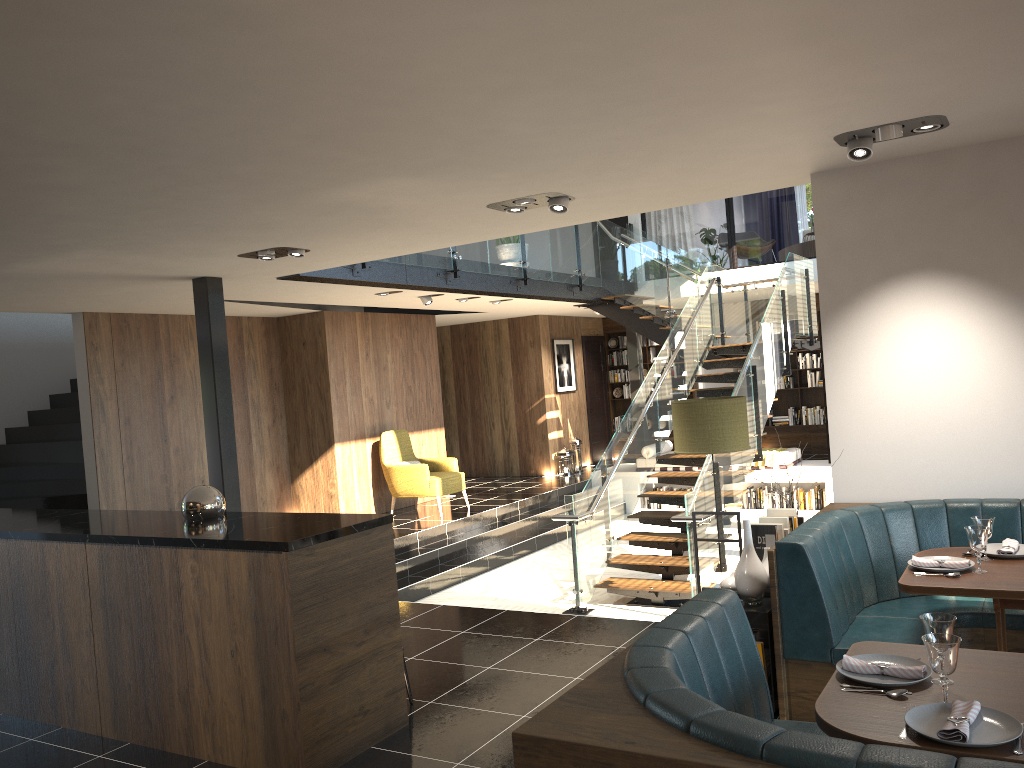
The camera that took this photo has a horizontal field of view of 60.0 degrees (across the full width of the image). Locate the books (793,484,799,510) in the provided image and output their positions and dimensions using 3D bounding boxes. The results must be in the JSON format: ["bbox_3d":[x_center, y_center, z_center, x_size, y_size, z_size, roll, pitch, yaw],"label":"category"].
[{"bbox_3d":[4.009,1.590,12.493,0.028,0.334,0.205,-4,1,31],"label":"books"}]

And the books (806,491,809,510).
[{"bbox_3d":[4.147,1.624,12.398,0.024,0.246,0.211,-4,1,31],"label":"books"}]

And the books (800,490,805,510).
[{"bbox_3d":[4.087,1.627,12.433,0.025,0.249,0.208,-4,1,31],"label":"books"}]

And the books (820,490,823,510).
[{"bbox_3d":[4.317,1.607,12.329,0.019,0.255,0.180,-4,1,31],"label":"books"}]

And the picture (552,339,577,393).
[{"bbox_3d":[0.919,-0.322,15.362,0.028,0.911,0.748,-4,1,31],"label":"picture"}]

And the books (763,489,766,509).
[{"bbox_3d":[3.644,1.650,12.730,0.027,0.270,0.187,-4,1,31],"label":"books"}]

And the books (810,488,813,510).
[{"bbox_3d":[4.207,1.600,12.398,0.039,0.284,0.199,-4,1,31],"label":"books"}]

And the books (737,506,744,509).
[{"bbox_3d":[3.268,1.802,12.989,0.257,0.024,0.167,-4,0,31],"label":"books"}]

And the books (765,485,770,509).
[{"bbox_3d":[3.676,1.620,12.732,0.029,0.326,0.152,-4,1,31],"label":"books"}]

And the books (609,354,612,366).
[{"bbox_3d":[1.890,-0.458,16.903,0.023,0.231,0.143,-4,1,31],"label":"books"}]

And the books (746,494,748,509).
[{"bbox_3d":[3.445,1.688,12.871,0.027,0.226,0.165,-4,1,31],"label":"books"}]

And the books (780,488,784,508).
[{"bbox_3d":[3.857,1.622,12.622,0.066,0.294,0.142,-4,1,31],"label":"books"}]

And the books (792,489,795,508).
[{"bbox_3d":[4.005,1.616,12.536,0.027,0.284,0.176,-4,1,31],"label":"books"}]

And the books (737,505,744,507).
[{"bbox_3d":[3.266,1.779,12.988,0.261,0.024,0.167,-4,0,28],"label":"books"}]

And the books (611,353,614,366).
[{"bbox_3d":[1.937,-0.473,16.896,0.066,0.255,0.127,-4,1,31],"label":"books"}]

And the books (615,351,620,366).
[{"bbox_3d":[2.009,-0.485,16.817,0.022,0.267,0.197,-4,1,31],"label":"books"}]

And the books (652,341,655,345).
[{"bbox_3d":[2.645,-0.852,16.382,0.011,0.276,0.287,-4,1,31],"label":"books"}]

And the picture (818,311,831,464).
[{"bbox_3d":[2.057,0.004,5.592,0.028,0.911,0.748,-4,1,31],"label":"picture"}]

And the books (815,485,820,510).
[{"bbox_3d":[4.262,1.574,12.358,0.042,0.328,0.205,-4,1,31],"label":"books"}]

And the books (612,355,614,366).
[{"bbox_3d":[1.965,-0.450,16.851,0.025,0.204,0.192,-4,1,31],"label":"books"}]

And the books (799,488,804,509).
[{"bbox_3d":[4.076,1.610,12.466,0.025,0.285,0.164,-4,1,31],"label":"books"}]

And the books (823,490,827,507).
[{"bbox_3d":[4.362,1.599,12.264,0.037,0.264,0.272,-4,1,31],"label":"books"}]

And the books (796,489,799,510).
[{"bbox_3d":[4.037,1.614,12.488,0.023,0.283,0.175,-4,1,31],"label":"books"}]

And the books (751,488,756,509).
[{"bbox_3d":[3.507,1.653,12.838,0.031,0.284,0.176,-4,1,31],"label":"books"}]

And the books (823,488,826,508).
[{"bbox_3d":[4.346,1.588,12.317,0.043,0.287,0.147,-4,1,31],"label":"books"}]

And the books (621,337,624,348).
[{"bbox_3d":[2.125,-0.786,16.749,0.026,0.222,0.202,-4,1,31],"label":"books"}]

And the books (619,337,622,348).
[{"bbox_3d":[2.074,-0.779,16.750,0.024,0.216,0.210,-4,1,31],"label":"books"}]

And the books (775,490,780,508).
[{"bbox_3d":[3.788,1.646,12.631,0.019,0.256,0.186,-4,1,31],"label":"books"}]

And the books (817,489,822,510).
[{"bbox_3d":[4.289,1.600,12.330,0.030,0.273,0.185,-4,1,31],"label":"books"}]

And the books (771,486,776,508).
[{"bbox_3d":[3.741,1.619,12.676,0.033,0.318,0.152,-4,1,31],"label":"books"}]

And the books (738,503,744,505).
[{"bbox_3d":[3.266,1.754,12.992,0.274,0.025,0.156,-4,0,28],"label":"books"}]

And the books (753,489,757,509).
[{"bbox_3d":[3.519,1.660,12.801,0.029,0.268,0.173,-4,1,31],"label":"books"}]

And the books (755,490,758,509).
[{"bbox_3d":[3.548,1.659,12.793,0.029,0.268,0.146,-4,1,31],"label":"books"}]

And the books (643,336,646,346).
[{"bbox_3d":[2.493,-0.804,16.506,0.023,0.202,0.201,-4,1,31],"label":"books"}]

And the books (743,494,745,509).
[{"bbox_3d":[3.402,1.672,12.910,0.026,0.263,0.156,-4,1,31],"label":"books"}]

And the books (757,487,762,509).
[{"bbox_3d":[3.576,1.638,12.779,0.035,0.305,0.151,-4,1,31],"label":"books"}]

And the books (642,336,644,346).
[{"bbox_3d":[2.473,-0.807,16.535,0.039,0.212,0.171,-4,1,31],"label":"books"}]

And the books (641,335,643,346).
[{"bbox_3d":[2.449,-0.805,16.558,0.027,0.212,0.180,-4,1,31],"label":"books"}]

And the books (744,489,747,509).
[{"bbox_3d":[3.411,1.667,12.872,0.030,0.273,0.168,-4,1,31],"label":"books"}]

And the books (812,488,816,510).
[{"bbox_3d":[4.226,1.599,12.364,0.028,0.285,0.210,-4,1,31],"label":"books"}]

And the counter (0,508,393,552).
[{"bbox_3d":[-2.283,0.783,4.939,3.575,0.041,0.698,-4,0,31],"label":"counter"}]

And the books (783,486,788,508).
[{"bbox_3d":[3.889,1.611,12.586,0.027,0.312,0.189,-4,1,31],"label":"books"}]

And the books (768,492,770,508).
[{"bbox_3d":[3.707,1.668,12.725,0.026,0.226,0.132,-4,1,31],"label":"books"}]

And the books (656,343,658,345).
[{"bbox_3d":[2.716,-0.823,16.421,0.027,0.207,0.202,-4,1,31],"label":"books"}]

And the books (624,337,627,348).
[{"bbox_3d":[2.165,-0.786,16.733,0.059,0.216,0.159,-4,1,31],"label":"books"}]

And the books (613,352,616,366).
[{"bbox_3d":[1.987,-0.477,16.835,0.035,0.255,0.183,-4,1,31],"label":"books"}]

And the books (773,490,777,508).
[{"bbox_3d":[3.764,1.650,12.645,0.036,0.253,0.177,-4,1,31],"label":"books"}]

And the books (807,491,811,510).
[{"bbox_3d":[4.169,1.622,12.391,0.021,0.248,0.197,-4,1,31],"label":"books"}]

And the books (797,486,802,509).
[{"bbox_3d":[4.057,1.603,12.479,0.021,0.302,0.167,-4,1,31],"label":"books"}]

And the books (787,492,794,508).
[{"bbox_3d":[3.934,1.649,12.540,0.032,0.229,0.228,-4,1,31],"label":"books"}]

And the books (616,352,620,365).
[{"bbox_3d":[2.033,-0.483,16.809,0.027,0.260,0.181,-4,1,31],"label":"books"}]

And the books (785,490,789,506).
[{"bbox_3d":[3.923,1.636,12.583,0.030,0.256,0.160,-4,1,31],"label":"books"}]

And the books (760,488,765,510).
[{"bbox_3d":[3.610,1.645,12.725,0.026,0.287,0.204,-4,1,31],"label":"books"}]

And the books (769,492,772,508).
[{"bbox_3d":[3.721,1.664,12.696,0.028,0.231,0.158,-4,1,31],"label":"books"}]

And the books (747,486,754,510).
[{"bbox_3d":[3.457,1.642,12.828,0.043,0.316,0.209,-4,1,31],"label":"books"}]

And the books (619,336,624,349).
[{"bbox_3d":[2.075,-0.788,16.792,0.017,0.234,0.199,-4,1,31],"label":"books"}]

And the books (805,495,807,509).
[{"bbox_3d":[4.146,1.639,12.438,0.022,0.216,0.137,-4,1,31],"label":"books"}]
